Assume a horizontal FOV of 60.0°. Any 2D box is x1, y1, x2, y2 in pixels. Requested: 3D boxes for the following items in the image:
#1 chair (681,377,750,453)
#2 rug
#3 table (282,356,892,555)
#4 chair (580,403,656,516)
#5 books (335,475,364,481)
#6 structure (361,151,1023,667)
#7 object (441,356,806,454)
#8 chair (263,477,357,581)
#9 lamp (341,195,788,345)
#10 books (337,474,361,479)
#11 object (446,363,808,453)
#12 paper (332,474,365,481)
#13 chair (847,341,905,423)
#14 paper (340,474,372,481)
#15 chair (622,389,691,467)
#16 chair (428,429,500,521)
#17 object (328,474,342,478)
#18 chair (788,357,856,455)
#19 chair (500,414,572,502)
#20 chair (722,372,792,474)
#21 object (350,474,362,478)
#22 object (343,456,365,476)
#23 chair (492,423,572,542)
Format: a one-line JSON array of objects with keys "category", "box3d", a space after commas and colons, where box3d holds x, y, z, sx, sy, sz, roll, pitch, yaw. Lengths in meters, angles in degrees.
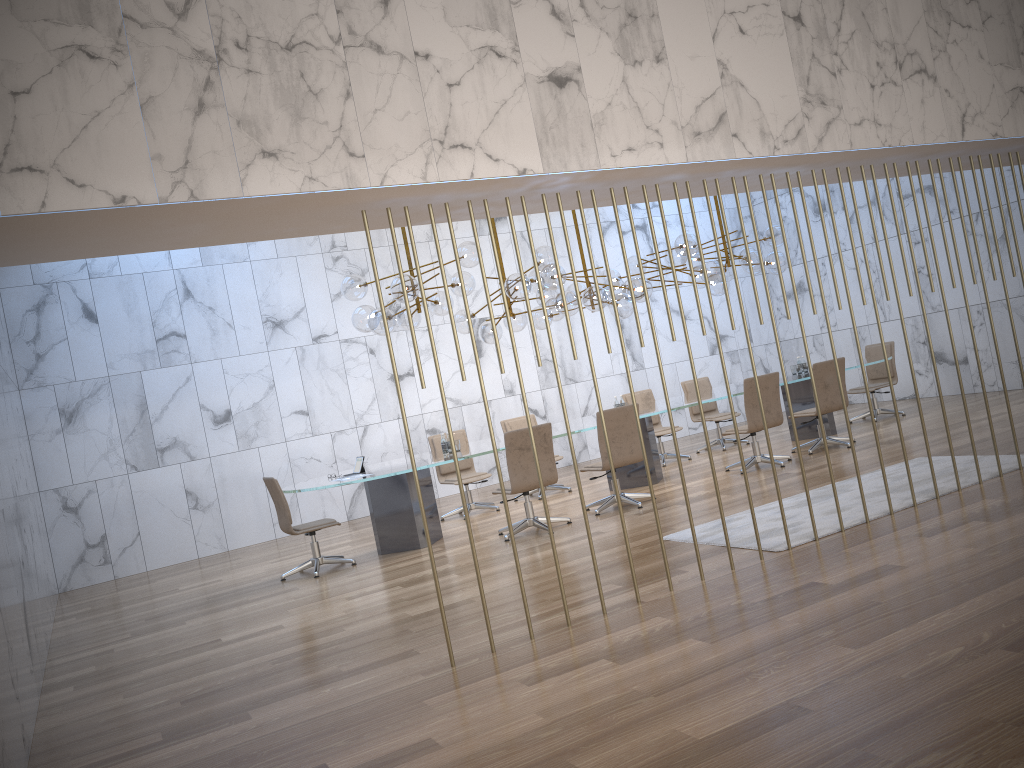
[{"category": "chair", "box3d": [2.786, 0.397, 12.247, 0.726, 1.000, 0.697, -11, 0, -27]}, {"category": "rug", "box3d": [2.758, 0.879, 6.998, 3.025, 0.034, 1.320, -11, 0, -27]}, {"category": "table", "box3d": [1.357, 0.752, 10.273, 7.924, 0.835, 2.092, -11, 0, -26]}, {"category": "chair", "box3d": [1.002, 0.739, 8.848, 0.726, 1.000, 0.697, -11, 0, -26]}, {"category": "books", "box3d": [-1.534, 0.886, 8.412, 0.205, 0.012, 0.239, -11, 0, -39]}, {"category": "structure", "box3d": [2.617, -0.334, 6.280, 7.223, 2.456, 0.023, -11, 0, -26]}, {"category": "object", "box3d": [1.532, 0.183, 10.431, 5.189, 0.213, 0.124, -11, 0, -26]}, {"category": "chair", "box3d": [-1.992, 1.331, 8.596, 0.697, 1.000, 0.726, -11, 0, -26]}, {"category": "lamp", "box3d": [0.705, -1.986, 10.231, 5.672, 2.716, 1.557, -11, 0, -26]}, {"category": "books", "box3d": [-1.561, 0.887, 8.500, 0.205, 0.012, 0.126, -11, 0, -30]}, {"category": "object", "box3d": [1.551, 0.229, 10.381, 5.112, 0.117, 0.183, -11, 0, -26]}, {"category": "paper", "box3d": [-1.575, 0.900, 8.517, 0.290, 0.001, 0.210, -11, 0, -28]}, {"category": "chair", "box3d": [4.907, -0.023, 12.077, 0.697, 1.000, 0.726, -11, 0, -26]}, {"category": "paper", "box3d": [-1.464, 0.877, 8.313, 0.290, 0.001, 0.210, -11, 0, -33]}, {"category": "chair", "box3d": [1.907, 0.570, 11.802, 0.726, 1.000, 0.697, -11, 0, -27]}, {"category": "chair", "box3d": [-0.584, 1.059, 10.542, 0.726, 1.000, 0.697, -11, 0, -27]}, {"category": "object", "box3d": [-1.812, 0.930, 9.057, 0.134, 0.037, 0.096, -11, 0, 42]}, {"category": "chair", "box3d": [3.501, 0.248, 10.112, 0.726, 1.000, 0.697, -11, 0, -26]}, {"category": "chair", "box3d": [0.284, 0.888, 10.981, 0.726, 1.000, 0.697, -11, 0, -27]}, {"category": "chair", "box3d": [2.628, 0.420, 9.670, 0.726, 1.000, 0.697, -11, 0, -26]}, {"category": "object", "box3d": [-1.465, 0.867, 8.354, 0.011, 0.011, 0.158, -11, 0, 38]}, {"category": "object", "box3d": [-1.593, 0.825, 8.883, 0.205, 0.159, 0.255, -11, 0, -26]}, {"category": "chair", "box3d": [0.123, 0.911, 8.403, 0.726, 1.000, 0.697, -11, 0, -26]}]
